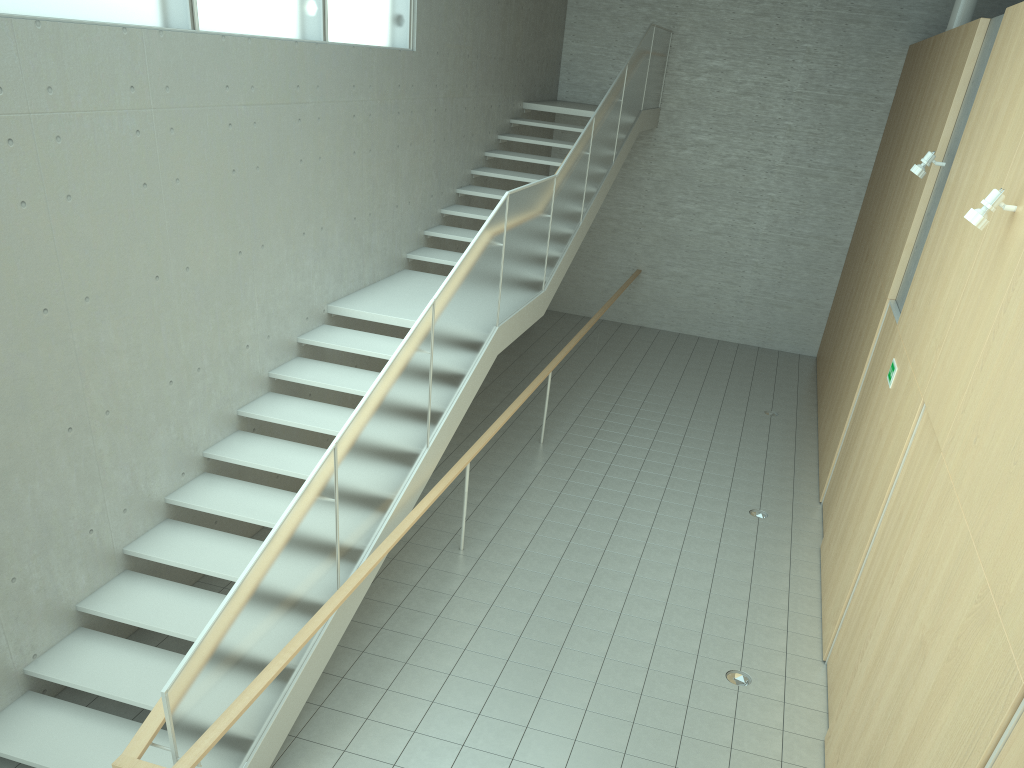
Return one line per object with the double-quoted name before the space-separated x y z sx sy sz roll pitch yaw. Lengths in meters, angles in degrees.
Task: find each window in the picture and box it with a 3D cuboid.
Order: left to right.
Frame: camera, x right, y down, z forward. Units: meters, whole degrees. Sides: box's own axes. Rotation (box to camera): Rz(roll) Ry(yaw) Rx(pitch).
"window" -2.594 -2.669 1.986 0.030 3.168 13.929 14 23 14

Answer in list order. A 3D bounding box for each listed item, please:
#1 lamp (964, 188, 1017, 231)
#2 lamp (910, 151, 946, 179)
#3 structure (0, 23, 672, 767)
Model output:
"lamp" 2.416 -0.882 4.286 0.232 0.224 0.123 4 28 -5
"lamp" 3.243 -1.712 6.634 0.232 0.224 0.123 4 28 -5
"structure" -0.476 -1.219 8.263 1.858 4.847 11.223 14 24 14
